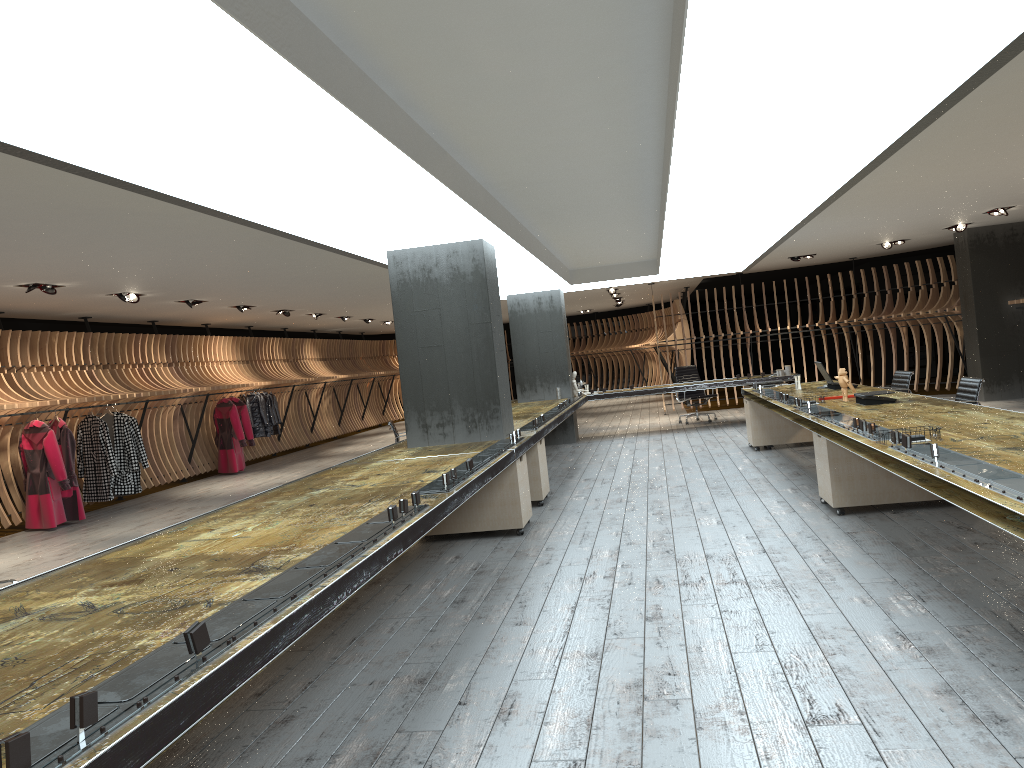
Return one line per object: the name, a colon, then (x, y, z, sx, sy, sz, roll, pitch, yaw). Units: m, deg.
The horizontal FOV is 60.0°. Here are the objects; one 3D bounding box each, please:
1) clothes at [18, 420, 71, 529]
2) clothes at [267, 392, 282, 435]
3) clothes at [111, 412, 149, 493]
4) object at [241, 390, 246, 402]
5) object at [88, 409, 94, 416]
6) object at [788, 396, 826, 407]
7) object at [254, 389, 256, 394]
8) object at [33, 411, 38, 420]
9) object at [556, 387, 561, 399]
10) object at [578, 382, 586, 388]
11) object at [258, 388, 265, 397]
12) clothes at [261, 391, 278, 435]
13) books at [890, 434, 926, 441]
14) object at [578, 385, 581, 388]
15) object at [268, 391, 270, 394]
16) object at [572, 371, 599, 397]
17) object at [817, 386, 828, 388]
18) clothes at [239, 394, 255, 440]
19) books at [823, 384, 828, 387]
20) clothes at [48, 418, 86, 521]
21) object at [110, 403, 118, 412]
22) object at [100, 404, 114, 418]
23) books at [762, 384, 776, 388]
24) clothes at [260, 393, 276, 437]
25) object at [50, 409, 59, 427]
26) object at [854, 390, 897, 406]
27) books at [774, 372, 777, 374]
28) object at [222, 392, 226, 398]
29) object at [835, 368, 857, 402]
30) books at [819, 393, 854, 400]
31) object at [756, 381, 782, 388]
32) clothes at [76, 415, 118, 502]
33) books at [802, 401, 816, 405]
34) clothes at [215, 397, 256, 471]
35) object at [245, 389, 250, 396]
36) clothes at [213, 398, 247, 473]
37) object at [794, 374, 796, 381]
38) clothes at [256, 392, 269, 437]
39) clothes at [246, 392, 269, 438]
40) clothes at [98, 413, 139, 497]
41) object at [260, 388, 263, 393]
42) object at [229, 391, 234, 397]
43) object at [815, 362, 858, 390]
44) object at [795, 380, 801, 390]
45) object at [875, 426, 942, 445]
clothes: (-5.693, 1.084, 10.777, 0.839, 1.312, 0.321, -6, 1, 28)
clothes: (-4.671, 0.576, 17.319, 0.181, 0.854, 0.682, -6, 1, -38)
clothes: (-5.447, 0.962, 12.327, 0.773, 1.160, 0.191, -6, 0, -1)
object: (-4.924, 0.221, 16.188, 0.010, 0.226, 0.440, -6, 1, -31)
object: (-5.613, 0.423, 11.805, 0.525, 0.270, 0.012, -5, 1, 29)
object: (2.668, 0.159, 8.034, 0.302, 0.074, 0.217, -6, 1, 3)
object: (-4.857, 0.207, 16.716, 0.438, 0.242, 0.016, -5, 1, 34)
object: (-5.779, 0.466, 10.758, 0.525, 0.270, 0.012, -5, 1, 29)
object: (0.758, 0.147, 14.453, 0.079, 0.188, 0.079, -6, 1, 24)
object: (1.197, 0.082, 15.083, 0.138, 0.209, 0.034, -6, 0, -11)
object: (-4.804, 0.196, 16.867, 0.439, 0.226, 0.010, -5, 1, 34)
clothes: (-4.745, 0.567, 16.996, 0.530, 0.856, 0.234, -6, 0, 8)
books: (2.165, 0.296, 4.858, 0.155, 0.025, 0.110, -6, 1, 4)
object: (1.135, 0.092, 15.049, 0.081, 0.198, 0.050, -6, 1, 34)
object: (-4.744, 0.178, 17.350, 0.010, 0.226, 0.439, -6, 1, -41)
object: (1.218, -0.015, 14.824, 0.431, 0.429, 0.195, -6, 1, 5)
object: (3.617, 0.030, 10.096, 0.213, 0.019, 0.219, -6, 1, -6)
clothes: (-4.851, 0.607, 16.181, 0.166, 0.854, 0.745, -6, 1, -36)
books: (3.636, 0.010, 10.055, 0.186, 0.027, 0.112, -6, 1, -6)
clothes: (-5.650, 1.072, 11.062, 0.839, 1.312, 0.321, -6, 1, 38)
object: (-5.525, 0.402, 12.303, 0.525, 0.270, 0.012, -6, 0, -1)
object: (-5.534, 0.407, 12.122, 0.525, 0.270, 0.012, -6, 0, 9)
books: (3.285, 0.026, 11.353, 0.155, 0.025, 0.110, -6, 1, 4)
clothes: (-4.746, 0.593, 16.870, 0.584, 0.854, 0.211, -6, 1, 36)
object: (-5.694, 0.450, 11.070, 0.524, 0.270, 0.012, -5, 1, 39)
object: (3.054, 0.116, 7.459, 0.262, 0.088, 0.373, -6, 1, 9)
books: (4.462, -0.183, 14.933, 0.110, 0.025, 0.155, -6, 1, 14)
object: (-5.037, 0.274, 15.514, 0.524, 0.270, 0.012, -5, 1, 39)
object: (2.982, 0.005, 8.012, 0.097, 0.300, 0.320, -6, 1, -7)
books: (3.096, 0.121, 8.393, 0.365, 0.026, 0.213, -6, 1, 19)
object: (3.287, 0.016, 11.350, 0.302, 0.074, 0.217, -6, 1, 3)
clothes: (-5.527, 0.982, 11.817, 0.772, 1.160, 0.191, -6, 0, 29)
books: (2.666, 0.169, 8.037, 0.155, 0.025, 0.110, -6, 1, 4)
clothes: (-4.975, 0.892, 15.816, 0.839, 1.316, 0.319, -6, 0, 16)
object: (-4.889, 0.212, 16.421, 0.440, 0.226, 0.010, -6, 0, -1)
clothes: (-4.949, 0.891, 15.530, 0.839, 1.312, 0.321, -6, 1, 38)
object: (3.305, -0.027, 10.322, 0.030, 0.170, 0.007, -6, 0, -24)
clothes: (-4.783, 0.576, 16.697, 0.511, 0.854, 0.228, -6, 1, 29)
clothes: (-4.782, 0.579, 16.453, 0.501, 0.854, 0.245, -6, 0, -7)
clothes: (-5.495, 0.972, 12.108, 0.772, 1.160, 0.191, -6, 0, 9)
object: (-4.814, 0.201, 16.990, 0.438, 0.244, 0.010, -6, 0, 9)
object: (-5.000, 0.274, 15.786, 0.523, 0.291, 0.015, -6, 0, 19)
object: (3.558, -0.105, 9.739, 0.365, 0.316, 0.373, -6, 1, 9)
object: (3.328, 0.015, 10.317, 0.061, 0.111, 0.062, -6, 1, 43)
object: (2.167, 0.285, 4.854, 0.302, 0.071, 0.209, -6, 1, 4)
